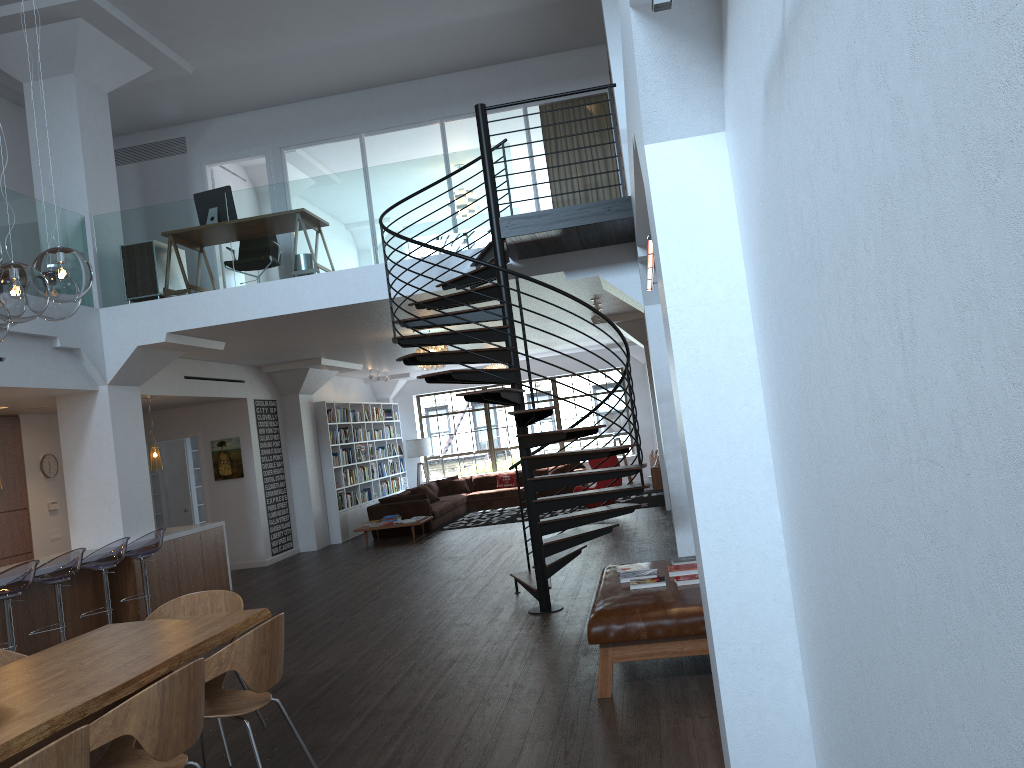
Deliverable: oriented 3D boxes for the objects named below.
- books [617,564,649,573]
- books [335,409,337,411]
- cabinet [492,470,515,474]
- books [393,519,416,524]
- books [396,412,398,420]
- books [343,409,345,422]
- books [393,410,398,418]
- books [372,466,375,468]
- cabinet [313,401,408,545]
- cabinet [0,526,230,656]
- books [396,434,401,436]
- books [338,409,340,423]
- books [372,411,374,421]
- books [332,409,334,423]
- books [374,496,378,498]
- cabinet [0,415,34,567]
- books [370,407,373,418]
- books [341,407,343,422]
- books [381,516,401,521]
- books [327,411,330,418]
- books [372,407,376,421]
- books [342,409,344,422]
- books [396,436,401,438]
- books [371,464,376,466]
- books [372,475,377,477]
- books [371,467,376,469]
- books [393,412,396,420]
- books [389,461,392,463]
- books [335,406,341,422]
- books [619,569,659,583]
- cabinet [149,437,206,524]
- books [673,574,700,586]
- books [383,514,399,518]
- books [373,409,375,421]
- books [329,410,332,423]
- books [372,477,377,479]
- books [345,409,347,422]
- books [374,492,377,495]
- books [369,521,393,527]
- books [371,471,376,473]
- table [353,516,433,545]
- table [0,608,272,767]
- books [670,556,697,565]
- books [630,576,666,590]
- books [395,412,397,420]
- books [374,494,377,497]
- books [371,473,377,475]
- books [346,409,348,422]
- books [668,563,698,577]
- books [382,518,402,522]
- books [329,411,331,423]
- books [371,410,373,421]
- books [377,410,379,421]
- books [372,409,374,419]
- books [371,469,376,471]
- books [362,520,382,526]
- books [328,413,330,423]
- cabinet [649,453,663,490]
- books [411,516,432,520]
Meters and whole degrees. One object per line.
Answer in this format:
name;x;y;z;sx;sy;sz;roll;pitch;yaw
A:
books;0.842;1.296;6.209;0.161;0.031;0.223;-7;-3;-14
books;-3.160;0.573;15.599;0.159;0.248;0.089;-8;-3;8
cabinet;0.348;2.153;19.140;1.520;0.625;0.350;-8;-3;8
books;-1.720;2.201;14.217;0.231;0.040;0.342;-5;-4;-42
books;-2.578;0.711;19.384;0.139;0.191;0.036;-8;-3;8
books;-3.097;0.579;15.945;0.182;0.253;0.098;-8;-3;8
books;-2.579;0.693;19.426;0.140;0.231;0.042;-8;-3;8
books;-2.769;1.619;17.280;0.161;0.026;0.223;-7;-3;-2
cabinet;-2.907;1.578;17.220;0.461;2.414;4.500;-8;-3;8
cabinet;-4.323;2.157;8.884;0.898;0.796;4.493;-8;-3;8
books;-2.589;1.123;19.227;0.284;0.033;0.197;-9;-3;23
books;-3.141;0.577;15.694;0.174;0.242;0.105;-8;-3;8
books;-2.839;0.652;17.672;0.144;0.207;0.048;-8;-3;8
books;-3.189;0.562;15.402;0.170;0.251;0.118;-8;-3;8
books;-2.764;2.212;17.234;0.284;0.035;0.197;-8;-3;8
cabinet;-6.607;1.575;8.308;0.598;2.499;5.299;-8;-3;8
books;-2.846;0.605;17.628;0.140;0.298;0.044;-8;-3;8
books;-3.131;0.560;15.845;0.197;0.290;0.136;-8;-3;8
books;-1.993;2.223;14.677;0.279;0.035;0.191;-8;-3;18
books;-3.220;0.572;15.140;0.182;0.215;0.188;-8;-3;8
books;-2.834;0.618;17.847;0.176;0.290;0.053;-8;-3;8
books;-3.104;0.580;15.912;0.159;0.248;0.089;-8;-3;8
books;-2.584;1.156;19.226;0.284;0.035;0.197;-10;-4;38
books;-2.779;1.595;17.290;0.208;0.024;0.144;-8;-3;13
books;-2.779;1.806;17.281;0.251;0.037;0.160;-8;-3;13
books;-2.786;1.650;17.296;0.223;0.032;0.161;-8;-3;8
books;-2.604;0.711;19.244;0.134;0.184;0.030;-8;-3;8
books;-2.620;1.628;18.394;0.223;0.031;0.161;-8;-3;8
books;-3.137;0.556;15.783;0.176;0.293;0.125;-8;-3;8
books;0.843;1.274;5.886;0.247;0.040;0.185;-8;-3;11
cabinet;-5.700;1.536;14.891;0.527;2.991;2.630;-8;-3;8
books;1.134;1.222;5.551;0.224;0.036;0.161;-8;-3;2
books;-1.993;2.191;14.676;0.224;0.027;0.157;-8;-3;13
books;-2.841;0.637;17.764;0.171;0.246;0.057;-8;-3;8
books;-3.191;0.574;15.327;0.161;0.222;0.084;-8;-3;8
books;-2.773;1.843;17.276;0.246;0.038;0.171;-8;-3;8
books;-3.088;0.586;16.031;0.174;0.243;0.085;-8;-3;8
books;-2.777;2.147;17.240;0.254;0.032;0.174;-8;-3;13
books;-2.113;2.256;14.283;0.236;0.035;0.340;-9;-3;33
books;-2.779;1.725;17.294;0.231;0.044;0.168;-8;-3;3
table;-1.896;2.388;14.372;1.100;0.271;0.853;-8;-3;8
table;-2.048;1.604;3.023;1.012;0.750;3.803;-8;-3;8
books;1.246;1.237;6.192;0.254;0.044;0.183;-8;-3;3
books;0.861;1.260;5.616;0.224;0.032;0.161;-8;-3;8
books;-2.587;0.708;19.344;0.136;0.196;0.045;-8;-3;8
books;-2.768;2.179;17.235;0.284;0.033;0.197;-7;-3;-7
books;-2.785;1.769;17.308;0.259;0.040;0.180;-8;-3;8
books;-3.075;0.584;16.133;0.182;0.255;0.077;-8;-3;8
books;1.180;1.228;5.879;0.283;0.043;0.197;-8;-3;8
books;-1.985;2.258;14.671;0.312;0.037;0.216;-7;-3;-2
books;-3.198;0.575;15.293;0.161;0.218;0.101;-8;-3;8
books;-2.868;0.631;17.579;0.189;0.247;0.057;-8;-3;8
books;-2.804;0.653;18.017;0.168;0.231;0.037;-8;-3;8
books;-2.851;0.639;17.718;0.159;0.241;0.038;-8;-3;8
books;-2.789;1.685;17.289;0.253;0.040;0.183;-8;-3;8
books;-2.305;2.295;14.657;0.241;0.045;0.334;-8;-3;10
books;-3.215;0.579;15.230;0.167;0.210;0.162;-8;-3;8
cabinet;2.791;1.558;16.373;0.459;0.350;4.501;-8;-3;8
books;-1.518;2.191;14.535;0.256;0.035;0.350;-9;-3;33
